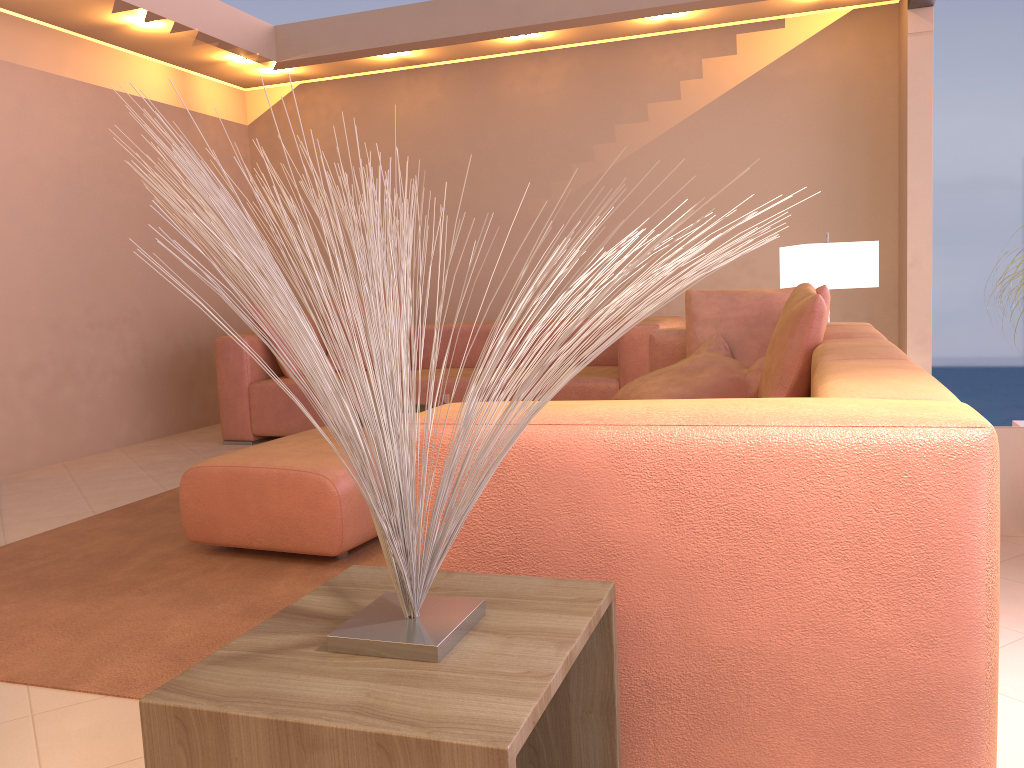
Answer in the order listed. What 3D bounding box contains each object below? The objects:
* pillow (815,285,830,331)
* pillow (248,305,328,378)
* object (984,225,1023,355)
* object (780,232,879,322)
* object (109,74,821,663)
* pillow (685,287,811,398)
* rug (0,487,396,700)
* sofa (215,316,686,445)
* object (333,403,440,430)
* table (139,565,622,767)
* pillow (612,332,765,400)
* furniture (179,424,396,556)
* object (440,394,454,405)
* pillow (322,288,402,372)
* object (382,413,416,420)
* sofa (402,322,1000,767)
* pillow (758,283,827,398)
[{"bbox_3d":[1.048,-0.140,3.284,0.255,0.446,0.492,-2,6,2],"label":"pillow"},{"bbox_3d":[-1.387,-0.276,5.678,0.335,0.486,0.554,-1,6,15],"label":"pillow"},{"bbox_3d":[1.693,-0.010,2.415,0.729,1.088,0.703,-4,6,-12],"label":"object"},{"bbox_3d":[1.512,-0.321,4.246,0.344,0.799,0.344,-3,6,-3],"label":"object"},{"bbox_3d":[-0.059,-0.010,1.030,0.703,0.634,0.700,-5,7,-25],"label":"object"},{"bbox_3d":[0.965,-0.167,3.625,0.519,0.455,0.314,-1,6,15],"label":"pillow"},{"bbox_3d":[-0.905,0.552,3.371,1.833,0.005,2.626,-1,6,19],"label":"rug"},{"bbox_3d":[-0.370,-0.026,5.413,2.781,0.672,0.943,-1,6,19],"label":"sofa"},{"bbox_3d":[-0.446,0.133,3.676,0.436,0.034,0.421,3,8,44],"label":"object"},{"bbox_3d":[-0.115,0.522,1.116,0.415,0.436,0.469,-1,6,19],"label":"table"},{"bbox_3d":[0.670,-0.034,3.377,0.514,0.292,0.517,-4,6,-12],"label":"pillow"},{"bbox_3d":[-0.585,0.326,3.482,0.685,0.301,1.291,0,7,24],"label":"furniture"},{"bbox_3d":[-0.267,0.091,3.682,0.061,0.091,0.061,-2,6,3],"label":"object"},{"bbox_3d":[-0.964,-0.342,5.728,0.582,0.528,0.302,-2,6,2],"label":"pillow"},{"bbox_3d":[-0.444,0.143,3.610,0.240,0.018,0.240,-4,6,-17],"label":"object"},{"bbox_3d":[0.676,0.220,2.662,0.943,0.672,2.781,-1,6,19],"label":"sofa"},{"bbox_3d":[0.919,-0.094,2.916,0.211,0.468,0.470,-1,6,14],"label":"pillow"}]
